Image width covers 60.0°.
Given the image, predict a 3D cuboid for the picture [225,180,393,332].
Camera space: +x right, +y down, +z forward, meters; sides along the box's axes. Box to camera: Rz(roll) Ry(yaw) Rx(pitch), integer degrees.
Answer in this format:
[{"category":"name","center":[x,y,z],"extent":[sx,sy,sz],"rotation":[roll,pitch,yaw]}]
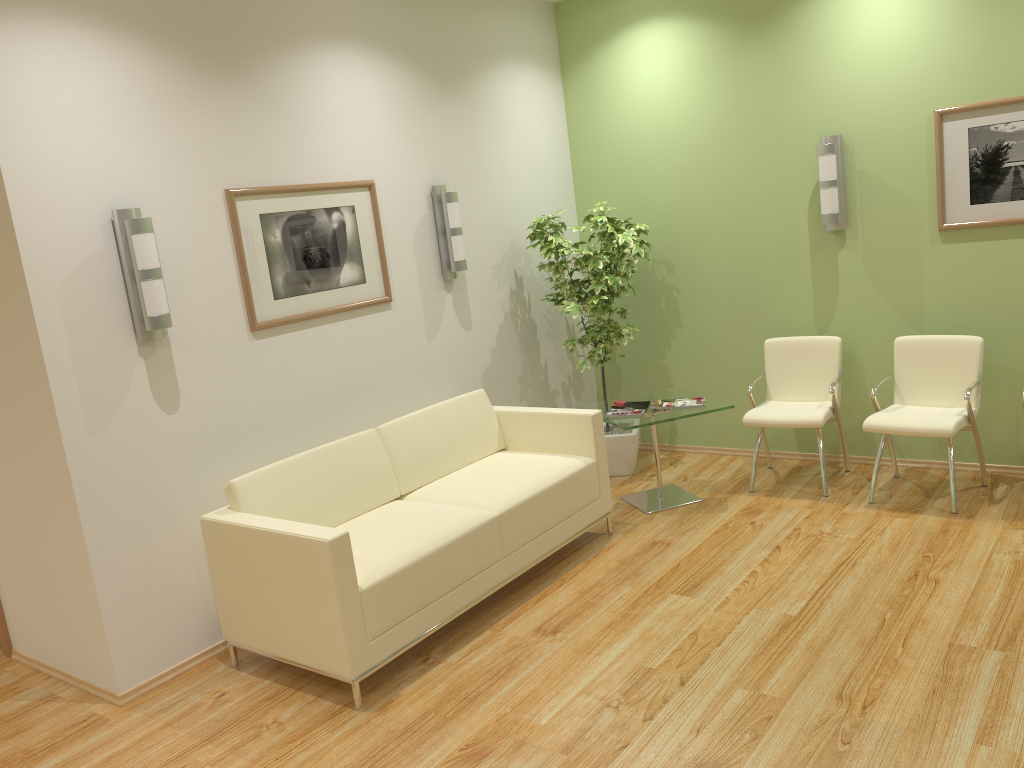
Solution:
[{"category":"picture","center":[-1.036,-0.710,4.718],"extent":[0.025,0.700,1.000],"rotation":[1,13,37]}]

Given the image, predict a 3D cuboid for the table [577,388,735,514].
[{"category":"table","center":[0.917,0.437,5.600],"extent":[0.736,0.614,0.736],"rotation":[-10,11,-17]}]

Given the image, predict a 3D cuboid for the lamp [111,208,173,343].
[{"category":"lamp","center":[-1.605,-0.478,3.880],"extent":[0.142,0.580,0.134],"rotation":[1,13,37]}]

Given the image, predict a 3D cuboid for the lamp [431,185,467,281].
[{"category":"lamp","center":[-0.379,-0.938,5.480],"extent":[0.142,0.580,0.134],"rotation":[1,13,37]}]

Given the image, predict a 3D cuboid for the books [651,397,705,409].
[{"category":"books","center":[1.028,0.113,5.488],"extent":[0.328,0.031,0.230],"rotation":[-5,11,13]}]

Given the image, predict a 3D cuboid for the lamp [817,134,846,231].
[{"category":"lamp","center":[1.980,-1.244,5.511],"extent":[0.134,0.580,0.142],"rotation":[1,13,37]}]

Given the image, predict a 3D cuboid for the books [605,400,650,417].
[{"category":"books","center":[0.722,0.148,5.509],"extent":[0.230,0.031,0.328],"rotation":[-4,11,18]}]

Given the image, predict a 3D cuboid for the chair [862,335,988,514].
[{"category":"chair","center":[2.383,0.206,5.113],"extent":[0.536,0.881,0.650],"rotation":[3,14,42]}]

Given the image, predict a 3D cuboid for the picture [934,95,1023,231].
[{"category":"picture","center":[2.882,-1.241,4.895],"extent":[1.000,0.700,0.025],"rotation":[1,13,37]}]

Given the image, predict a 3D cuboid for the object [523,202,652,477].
[{"category":"object","center":[0.609,-0.291,6.163],"extent":[0.668,1.900,0.943],"rotation":[4,15,45]}]
